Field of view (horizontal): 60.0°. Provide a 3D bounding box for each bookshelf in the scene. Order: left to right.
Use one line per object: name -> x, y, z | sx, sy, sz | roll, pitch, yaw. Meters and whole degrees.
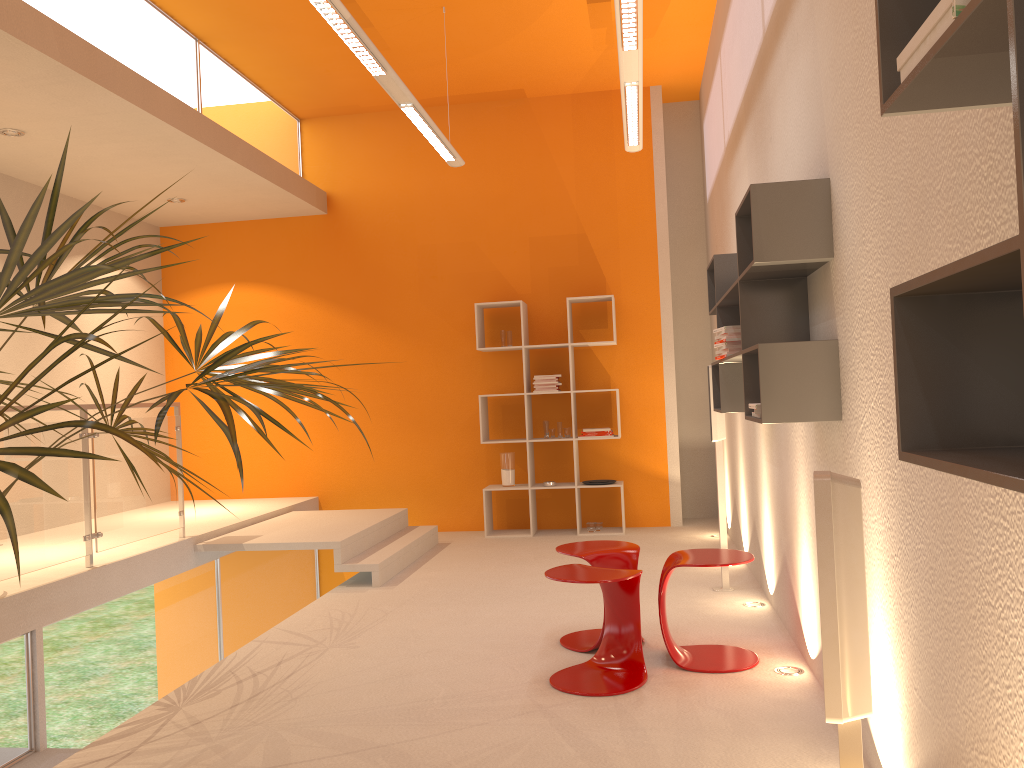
bookshelf -> 1.081, 1.535, 6.602 | 1.107, 4.600, 3.516 | -2, -1, -34
bookshelf -> 0.979, 0.412, 3.200 | 0.322, 2.145, 3.370 | -3, -1, 10
bookshelf -> 0.554, -0.292, 0.358 | 0.252, 0.790, 2.000 | -3, -1, 8

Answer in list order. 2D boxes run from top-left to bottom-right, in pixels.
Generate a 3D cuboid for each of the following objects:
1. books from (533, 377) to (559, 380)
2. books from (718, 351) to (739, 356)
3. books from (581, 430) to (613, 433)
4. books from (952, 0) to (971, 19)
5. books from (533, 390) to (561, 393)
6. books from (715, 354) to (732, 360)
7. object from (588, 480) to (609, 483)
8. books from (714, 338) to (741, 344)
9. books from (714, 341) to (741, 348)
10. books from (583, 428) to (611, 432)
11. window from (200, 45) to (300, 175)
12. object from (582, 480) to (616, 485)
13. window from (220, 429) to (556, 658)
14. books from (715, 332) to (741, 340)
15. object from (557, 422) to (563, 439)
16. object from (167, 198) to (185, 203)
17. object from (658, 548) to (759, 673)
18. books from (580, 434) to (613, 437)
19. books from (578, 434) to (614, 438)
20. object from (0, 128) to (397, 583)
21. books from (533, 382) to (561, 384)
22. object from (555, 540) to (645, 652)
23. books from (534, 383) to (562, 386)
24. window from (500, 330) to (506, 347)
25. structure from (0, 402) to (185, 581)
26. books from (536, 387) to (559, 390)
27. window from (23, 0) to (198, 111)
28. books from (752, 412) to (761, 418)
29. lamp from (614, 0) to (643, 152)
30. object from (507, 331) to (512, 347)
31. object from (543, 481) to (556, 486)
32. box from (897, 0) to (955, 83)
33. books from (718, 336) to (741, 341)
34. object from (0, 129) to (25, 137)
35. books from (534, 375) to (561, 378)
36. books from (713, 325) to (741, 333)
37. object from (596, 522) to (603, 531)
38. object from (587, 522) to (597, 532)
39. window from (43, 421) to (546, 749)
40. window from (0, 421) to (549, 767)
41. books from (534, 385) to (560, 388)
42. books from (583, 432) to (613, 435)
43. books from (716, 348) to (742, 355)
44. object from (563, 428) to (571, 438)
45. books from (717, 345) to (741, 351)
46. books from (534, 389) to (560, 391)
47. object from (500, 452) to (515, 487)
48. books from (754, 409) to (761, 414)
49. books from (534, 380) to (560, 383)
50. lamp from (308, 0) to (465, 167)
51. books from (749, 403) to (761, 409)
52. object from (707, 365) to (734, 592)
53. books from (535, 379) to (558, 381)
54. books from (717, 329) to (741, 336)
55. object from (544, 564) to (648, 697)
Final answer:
books -> 0.297, -0.048, 7.630 | 0.190, 0.015, 0.254 | -3, -1, 10
books -> 1.086, -0.144, 4.169 | 0.190, 0.011, 0.268 | -3, -1, 5
books -> 0.721, 0.403, 7.516 | 0.254, 0.015, 0.190 | -3, -1, 10
books -> 0.626, -0.518, 1.017 | 0.230, 0.169, 0.023 | -3, -1, 8
books -> 0.305, 0.064, 7.622 | 0.210, 0.013, 0.296 | -3, -1, 8
books -> 1.086, -0.132, 4.165 | 0.210, 0.013, 0.297 | -3, -1, 3
object -> 0.741, 0.837, 7.554 | 0.178, 0.020, 0.178 | -3, -1, 25
books -> 1.082, -0.203, 4.166 | 0.210, 0.013, 0.297 | -3, -1, 3
books -> 1.093, -0.188, 4.168 | 0.230, 0.017, 0.227 | -3, -1, -2
books -> 0.715, 0.387, 7.504 | 0.227, 0.017, 0.230 | -3, -1, 3
window -> -2.109, -2.115, 7.288 | 0.006, 0.660, 1.860 | -3, -1, 8
object -> 0.744, 0.839, 7.550 | 0.294, 0.020, 0.294 | -2, -1, -42
window -> -0.759, 2.693, 7.046 | 2.294, 4.526, 1.860 | -3, -1, 8
books -> 1.081, -0.228, 4.181 | 0.190, 0.015, 0.254 | -3, -1, -1
object -> -1.471, 2.664, 4.396 | 0.870, 4.604, 7.392 | -3, -1, 39
object -> -2.797, -1.547, 7.385 | 0.143, 0.059, 0.143 | -2, -1, -20
object -> 0.852, 0.977, 3.872 | 0.420, 0.450, 0.391 | -3, -1, 8
books -> 0.719, 0.431, 7.512 | 0.268, 0.011, 0.190 | -3, -1, 10
books -> 0.716, 0.443, 7.513 | 0.296, 0.013, 0.210 | -3, -1, 8
object -> -1.887, 0.462, 3.081 | 3.098, 2.600, 3.241 | -3, -1, 16
books -> 0.301, -0.008, 7.623 | 0.210, 0.013, 0.296 | -3, -1, 8
object -> 0.421, 1.001, 4.212 | 0.391, 0.450, 0.420 | -2, -1, -22
books -> 0.312, 0.007, 7.624 | 0.230, 0.017, 0.227 | -3, -1, 3
window -> -1.719, 2.245, 3.608 | 0.481, 5.399, 8.922 | -3, -1, 21
structure -> -3.071, 0.524, 0.457 | 0.195, 0.900, 11.050 | -3, -1, 8
books -> 0.305, 0.038, 7.636 | 0.190, 0.015, 0.254 | -3, -1, 4
window -> -2.386, -2.132, 5.404 | 0.006, 0.660, 1.869 | -3, -1, 8
books -> 0.964, 0.106, 3.153 | 0.190, 0.015, 0.254 | -3, -1, 9
lamp -> 0.573, -2.105, 4.454 | 0.120, 1.052, 3.195 | -3, -1, 8
object -> -1.366, 2.251, 4.546 | 0.351, 5.384, 6.779 | -3, -1, 28
object -> 0.321, 0.851, 7.556 | 0.106, 0.035, 0.105 | -2, -1, -38
box -> 0.658, -0.457, 1.157 | 0.232, 0.047, 0.232 | -3, -1, 8
books -> 1.083, -0.215, 4.171 | 0.190, 0.011, 0.268 | -3, -1, 5
object -> -3.080, -1.565, 5.456 | 0.143, 0.059, 0.143 | -2, -1, -20
books -> 0.308, -0.064, 7.625 | 0.230, 0.017, 0.227 | -3, -1, 3
books -> 1.089, -0.260, 4.169 | 0.230, 0.017, 0.227 | -3, -1, -2
object -> 0.489, 2.431, 0.980 | 0.102, 2.685, 13.193 | -3, -1, 3
object -> 0.661, 2.441, 2.281 | 0.129, 2.692, 10.507 | -3, -1, 1
window -> -1.315, 2.670, 6.337 | 0.993, 4.599, 4.234 | -3, -1, 40
window -> -1.610, 1.062, 4.853 | 0.908, 1.393, 6.719 | -3, -1, 28
books -> 0.300, 0.024, 7.629 | 0.190, 0.015, 0.254 | -3, -1, 10
books -> 0.728, 0.417, 7.512 | 0.254, 0.015, 0.190 | -3, -1, 4
books -> 1.085, -0.157, 4.180 | 0.190, 0.015, 0.254 | -3, -1, -1
object -> 0.804, 2.052, 3.744 | 0.190, 3.502, 7.694 | -3, -1, -3
books -> 1.081, -0.172, 4.172 | 0.190, 0.015, 0.254 | -3, -1, 5
books -> 0.305, 0.052, 7.626 | 0.190, 0.011, 0.268 | -3, -1, 10
object -> -0.035, 0.741, 7.677 | 0.129, 0.291, 0.129 | -3, -1, 36
books -> 0.959, 0.091, 3.147 | 0.190, 0.015, 0.254 | -3, -1, 15
books -> 0.302, -0.020, 7.627 | 0.190, 0.011, 0.268 | -3, -1, 10
lamp -> -0.642, -2.048, 4.632 | 0.120, 1.052, 3.195 | -3, -1, 8
books -> 0.970, 0.075, 3.141 | 0.230, 0.017, 0.227 | -3, -1, 8
object -> 1.210, 0.548, 5.215 | 0.116, 1.317, 0.111 | -3, -1, 5
books -> 0.301, -0.033, 7.637 | 0.190, 0.015, 0.254 | -3, -1, 4
books -> 1.077, -0.243, 4.173 | 0.190, 0.015, 0.254 | -3, -1, 5
object -> 0.352, 0.996, 3.666 | 0.391, 0.450, 0.420 | -3, -1, 38
